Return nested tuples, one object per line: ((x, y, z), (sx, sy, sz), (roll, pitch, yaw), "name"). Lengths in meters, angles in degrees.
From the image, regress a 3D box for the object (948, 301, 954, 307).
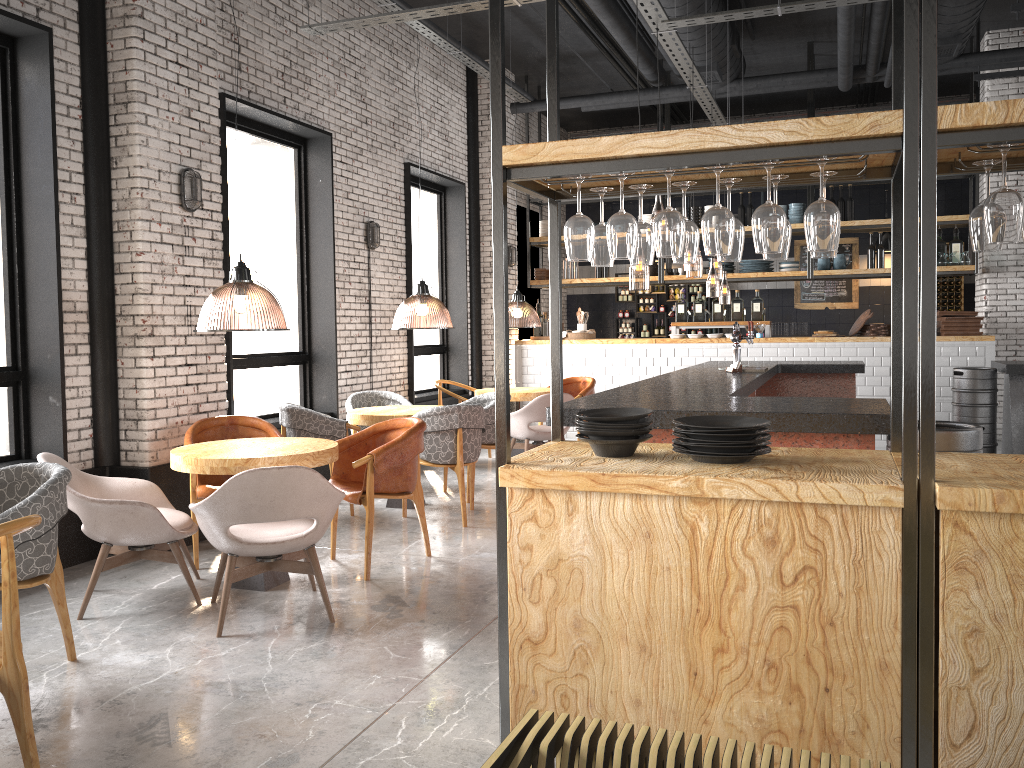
((6.696, -1.220, 13.515), (0.079, 0.079, 0.284), (0, 4, 20), "object")

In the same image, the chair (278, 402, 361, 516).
((-1.619, 0.599, 7.193), (0.644, 0.928, 0.681), (-2, 3, -25), "chair")

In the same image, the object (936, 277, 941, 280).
((6.508, -1.641, 13.549), (0.079, 0.079, 0.284), (0, 4, 20), "object")

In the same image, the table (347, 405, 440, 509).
((-0.894, 0.620, 7.401), (0.932, 0.809, 0.933), (-2, 3, -22), "table")

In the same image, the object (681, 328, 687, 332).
((2.918, -0.960, 15.035), (0.100, 0.139, 0.088), (0, 3, 21), "object")

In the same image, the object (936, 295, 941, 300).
((6.518, -1.327, 13.576), (0.079, 0.079, 0.284), (0, 4, 20), "object")

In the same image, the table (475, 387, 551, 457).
((0.069, 0.469, 9.605), (0.932, 0.809, 0.933), (-2, 3, -27), "table")

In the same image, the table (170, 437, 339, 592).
((-1.475, 0.768, 5.153), (0.932, 0.809, 0.933), (-2, 3, -22), "table")

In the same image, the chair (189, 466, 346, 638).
((-1.241, 0.792, 4.544), (0.771, 0.850, 0.803), (-2, 3, -20), "chair")

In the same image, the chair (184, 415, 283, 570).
((-1.807, 0.686, 5.836), (0.681, 0.928, 0.644), (-2, 3, -27), "chair")

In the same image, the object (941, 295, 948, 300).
((6.593, -1.324, 13.507), (0.079, 0.079, 0.284), (0, 4, 20), "object")

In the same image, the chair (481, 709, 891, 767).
((0.230, 1.022, 1.336), (0.657, 0.729, 0.639), (0, 3, 21), "chair")

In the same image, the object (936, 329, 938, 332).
((6.517, -0.800, 13.574), (0.079, 0.079, 0.281), (0, 4, 20), "object")

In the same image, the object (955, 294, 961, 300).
((6.778, -1.324, 13.463), (0.079, 0.079, 0.284), (0, 4, 20), "object")

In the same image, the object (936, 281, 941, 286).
((6.515, -1.537, 13.568), (0.079, 0.079, 0.284), (0, 4, 20), "object")

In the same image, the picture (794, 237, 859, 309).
((5.091, -1.779, 14.369), (0.980, 1.141, 0.021), (0, 3, 20), "picture")

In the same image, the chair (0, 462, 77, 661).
((-2.128, 0.823, 3.711), (0.681, 0.928, 0.644), (1, 3, 30), "chair")

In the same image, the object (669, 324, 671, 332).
((2.720, -0.962, 15.109), (0.100, 0.139, 0.088), (0, 3, 21), "object")

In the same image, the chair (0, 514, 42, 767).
((-1.757, 0.881, 2.771), (0.644, 0.920, 0.613), (0, 3, 12), "chair")

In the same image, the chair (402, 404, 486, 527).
((-0.501, 0.605, 6.836), (0.681, 0.928, 0.644), (-2, 3, -25), "chair")

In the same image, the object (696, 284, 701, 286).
((3.136, -1.705, 14.898), (0.076, 0.111, 0.076), (0, 3, 25), "object")

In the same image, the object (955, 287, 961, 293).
((6.783, -1.430, 13.478), (0.079, 0.079, 0.284), (0, 4, 20), "object")

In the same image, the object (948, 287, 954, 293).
((6.688, -1.429, 13.492), (0.079, 0.079, 0.284), (0, 4, 20), "object")

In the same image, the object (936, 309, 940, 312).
((6.521, -1.117, 13.584), (0.079, 0.079, 0.281), (0, 4, 20), "object")

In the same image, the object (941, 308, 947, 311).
((6.604, -1.115, 13.537), (0.079, 0.079, 0.281), (0, 4, 20), "object")

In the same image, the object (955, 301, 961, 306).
((6.773, -1.217, 13.450), (0.079, 0.079, 0.284), (0, 4, 20), "object")

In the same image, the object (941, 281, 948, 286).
((6.598, -1.535, 13.520), (0.079, 0.079, 0.284), (0, 4, 20), "object")

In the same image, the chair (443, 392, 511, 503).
((-0.267, 0.540, 7.829), (0.644, 0.928, 0.681), (-2, 3, -25), "chair")

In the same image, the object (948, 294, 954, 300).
((6.695, -1.325, 13.511), (0.079, 0.079, 0.284), (0, 4, 20), "object")

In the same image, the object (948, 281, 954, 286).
((6.692, -1.535, 13.502), (0.079, 0.079, 0.284), (0, 4, 20), "object")

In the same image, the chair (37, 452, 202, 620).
((-2.148, 0.784, 4.883), (0.802, 0.850, 0.771), (-2, 3, -20), "chair")

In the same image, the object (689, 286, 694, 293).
((3.021, -1.595, 14.943), (0.076, 0.111, 0.076), (1, 3, 30), "object")

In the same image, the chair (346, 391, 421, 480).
((-1.195, 0.537, 8.099), (0.681, 0.928, 0.644), (-2, 3, -25), "chair")

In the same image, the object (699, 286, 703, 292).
((3.177, -1.594, 14.887), (0.076, 0.111, 0.076), (0, 3, 15), "object")

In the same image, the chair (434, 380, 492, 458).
((-0.606, 0.417, 9.952), (0.644, 0.920, 0.613), (1, 3, 27), "chair")

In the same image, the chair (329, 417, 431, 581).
((-0.796, 0.689, 5.562), (0.644, 0.928, 0.681), (-3, 3, -32), "chair")

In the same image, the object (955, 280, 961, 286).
((6.775, -1.533, 13.455), (0.079, 0.079, 0.284), (0, 4, 20), "object")

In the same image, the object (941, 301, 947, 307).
((6.602, -1.220, 13.533), (0.079, 0.079, 0.284), (0, 4, 20), "object")

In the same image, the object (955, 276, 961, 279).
((6.770, -1.638, 13.442), (0.079, 0.079, 0.284), (0, 4, 20), "object")

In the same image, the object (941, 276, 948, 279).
((6.603, -1.641, 13.534), (0.079, 0.079, 0.284), (0, 4, 20), "object")

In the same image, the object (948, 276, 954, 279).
((6.690, -1.640, 13.497), (0.079, 0.079, 0.284), (0, 4, 20), "object")

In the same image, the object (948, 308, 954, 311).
((6.684, -1.113, 13.482), (0.079, 0.079, 0.281), (0, 4, 20), "object")

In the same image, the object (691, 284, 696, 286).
((3.059, -1.706, 14.925), (0.076, 0.111, 0.076), (-1, 3, -5), "object")

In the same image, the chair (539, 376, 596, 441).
((0.692, 0.389, 10.024), (0.681, 0.928, 0.644), (2, 4, 43), "chair")

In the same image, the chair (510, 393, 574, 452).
((0.303, 0.492, 8.996), (0.771, 0.850, 0.803), (-2, 3, -20), "chair")

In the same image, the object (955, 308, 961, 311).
((6.781, -1.114, 13.471), (0.079, 0.079, 0.281), (0, 4, 20), "object")

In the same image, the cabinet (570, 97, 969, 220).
((3.830, -3.194, 13.841), (5.863, 1.767, 0.682), (0, 3, 20), "cabinet")

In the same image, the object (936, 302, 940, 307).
((6.521, -1.222, 13.585), (0.079, 0.079, 0.284), (0, 4, 20), "object")

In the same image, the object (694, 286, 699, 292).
((3.098, -1.595, 14.914), (0.076, 0.111, 0.076), (2, 4, 40), "object")

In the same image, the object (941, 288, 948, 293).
((6.593, -1.429, 13.507), (0.079, 0.079, 0.284), (0, 4, 20), "object")

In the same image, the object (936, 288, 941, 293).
((6.511, -1.431, 13.557), (0.079, 0.079, 0.284), (0, 4, 20), "object")
